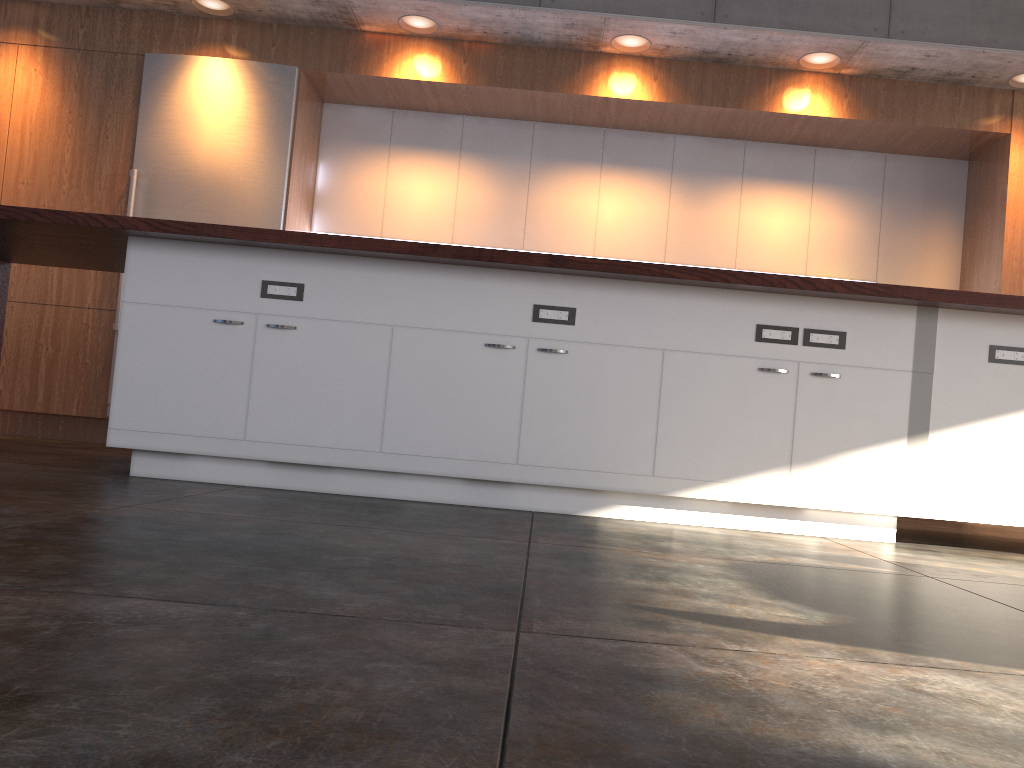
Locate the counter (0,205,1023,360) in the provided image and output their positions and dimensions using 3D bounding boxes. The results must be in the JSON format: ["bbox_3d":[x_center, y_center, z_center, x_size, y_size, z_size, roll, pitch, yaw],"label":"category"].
[{"bbox_3d":[0.720,0.090,3.814,6.655,0.970,1.143,5,-3,0],"label":"counter"}]

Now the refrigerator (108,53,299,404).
[{"bbox_3d":[-1.907,-0.920,5.528,0.958,2.189,0.219,5,-2,-3],"label":"refrigerator"}]

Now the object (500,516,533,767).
[{"bbox_3d":[-2.319,0.502,4.728,27.199,0.001,19.763,5,-3,1],"label":"object"}]

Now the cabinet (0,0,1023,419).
[{"bbox_3d":[0.115,-0.777,6.680,8.106,2.561,2.381,5,-3,0],"label":"cabinet"}]

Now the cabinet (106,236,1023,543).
[{"bbox_3d":[1.326,0.173,3.805,5.648,0.929,0.923,5,-3,0],"label":"cabinet"}]
